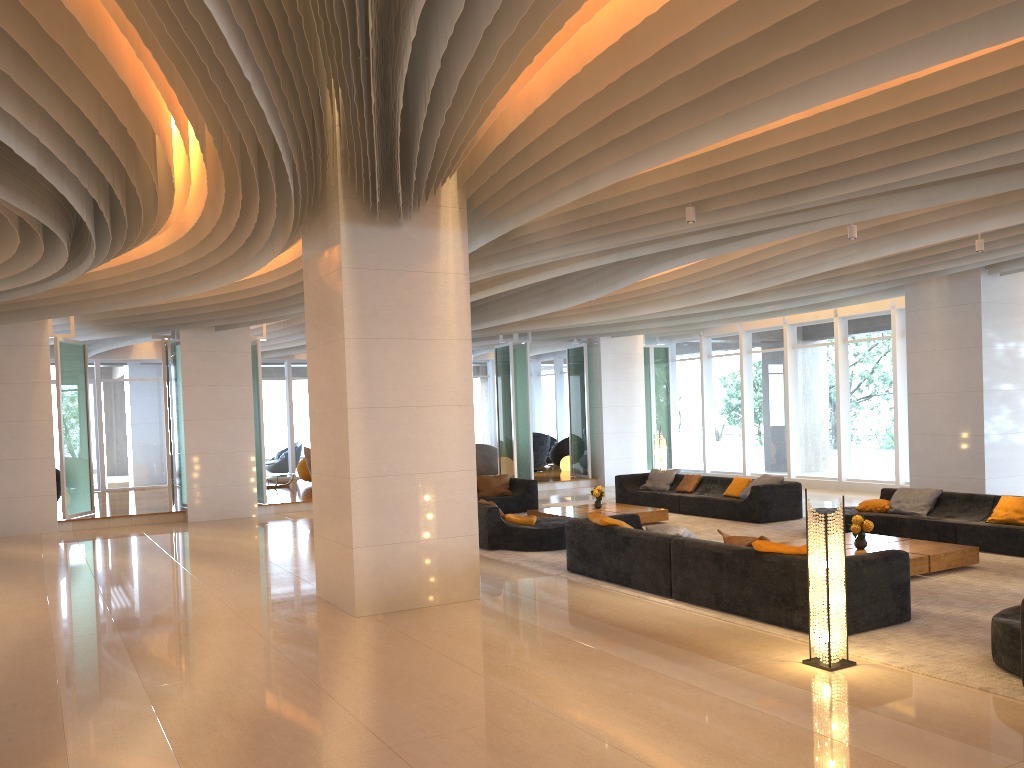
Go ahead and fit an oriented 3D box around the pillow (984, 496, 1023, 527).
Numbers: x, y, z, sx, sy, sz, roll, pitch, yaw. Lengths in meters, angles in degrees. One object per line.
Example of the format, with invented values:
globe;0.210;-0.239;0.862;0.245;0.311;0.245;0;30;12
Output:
pillow;5.851;1.505;10.249;0.456;0.394;0.628;-2;-1;-30

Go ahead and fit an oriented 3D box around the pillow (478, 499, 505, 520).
pillow;-0.241;1.715;11.983;0.333;0.311;0.418;-2;-1;-27

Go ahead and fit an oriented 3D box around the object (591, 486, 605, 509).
object;1.372;1.795;14.143;0.236;0.377;0.266;-2;0;3

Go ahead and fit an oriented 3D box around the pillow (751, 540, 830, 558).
pillow;2.346;1.442;7.209;0.628;0.378;0.556;-3;-1;39

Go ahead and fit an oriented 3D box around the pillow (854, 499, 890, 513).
pillow;4.840;1.634;11.874;0.443;0.193;0.593;-3;-2;26

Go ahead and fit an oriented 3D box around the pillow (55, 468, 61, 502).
pillow;-9.172;1.962;16.486;1.540;1.006;1.119;-1;-1;-32

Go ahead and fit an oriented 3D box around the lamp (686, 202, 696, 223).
lamp;1.640;-2.258;8.249;0.090;1.507;0.087;-3;2;-38

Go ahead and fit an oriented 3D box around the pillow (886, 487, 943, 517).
pillow;5.179;1.553;11.475;0.468;0.417;0.655;-2;-1;-29

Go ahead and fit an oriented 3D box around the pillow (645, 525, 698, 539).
pillow;1.618;1.579;8.703;0.426;0.377;0.578;-2;-1;-27

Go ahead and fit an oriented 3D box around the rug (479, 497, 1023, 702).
rug;3.617;1.977;9.774;5.589;0.022;15.991;-1;-2;-29

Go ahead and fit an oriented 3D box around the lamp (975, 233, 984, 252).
lamp;5.496;-2.315;10.447;0.090;1.507;0.087;-3;2;-38

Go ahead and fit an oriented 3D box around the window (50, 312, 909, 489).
window;6.324;0.174;13.606;53.752;3.223;22.435;-3;-2;26

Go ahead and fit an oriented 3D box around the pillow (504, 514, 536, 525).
pillow;0.119;1.801;11.834;0.409;0.136;0.417;-2;-2;5

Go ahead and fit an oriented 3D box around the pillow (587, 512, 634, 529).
pillow;1.127;1.563;9.443;0.549;0.378;0.636;-2;-1;-7

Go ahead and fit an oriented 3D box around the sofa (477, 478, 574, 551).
sofa;-0.005;1.912;13.839;2.864;0.654;5.016;-1;-2;-29

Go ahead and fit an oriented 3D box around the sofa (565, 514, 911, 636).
sofa;1.863;1.693;8.399;0.955;0.582;3.724;-1;-2;-29

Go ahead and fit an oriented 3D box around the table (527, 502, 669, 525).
table;1.329;2.088;13.952;1.623;0.220;1.578;-1;-2;-29

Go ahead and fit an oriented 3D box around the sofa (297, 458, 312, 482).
sofa;-4.267;2.067;22.843;2.603;0.902;1.092;-1;-1;-39

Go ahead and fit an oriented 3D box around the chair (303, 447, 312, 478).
chair;-4.241;1.936;20.632;1.149;1.006;1.501;-2;-1;-21

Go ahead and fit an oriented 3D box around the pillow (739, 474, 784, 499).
pillow;3.917;1.623;13.958;0.549;0.378;0.636;-2;-1;-7

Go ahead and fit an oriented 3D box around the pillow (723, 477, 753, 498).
pillow;3.662;1.676;14.394;0.326;0.312;0.402;-2;-1;-27

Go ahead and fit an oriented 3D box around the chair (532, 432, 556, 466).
chair;0.840;1.991;27.248;1.531;1.006;1.125;-2;-1;-17

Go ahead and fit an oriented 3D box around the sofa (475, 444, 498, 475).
sofa;-1.367;1.964;22.795;2.534;0.902;1.121;-3;-1;20

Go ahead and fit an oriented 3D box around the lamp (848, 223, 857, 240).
lamp;3.573;-2.287;9.356;0.088;1.507;0.090;-1;2;34

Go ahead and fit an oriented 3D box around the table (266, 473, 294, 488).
table;-5.844;2.369;21.599;1.092;0.318;0.808;-1;-2;-23

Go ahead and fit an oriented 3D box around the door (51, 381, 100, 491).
door;-11.090;1.328;22.005;1.479;2.774;0.059;-2;1;-30

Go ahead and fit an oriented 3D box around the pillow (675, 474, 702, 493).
pillow;3.083;1.733;15.456;0.326;0.312;0.401;-2;-1;-31

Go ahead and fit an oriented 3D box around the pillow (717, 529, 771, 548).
pillow;2.108;1.492;7.802;0.450;0.410;0.593;-2;-1;-27

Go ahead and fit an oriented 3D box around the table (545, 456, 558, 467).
table;1.400;2.286;26.386;1.092;0.318;0.808;-1;-2;-23

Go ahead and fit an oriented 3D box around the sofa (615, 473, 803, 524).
sofa;3.195;1.877;15.011;0.955;0.582;3.724;-1;-2;-29

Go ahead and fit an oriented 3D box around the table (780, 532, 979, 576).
table;3.765;1.849;9.491;1.623;0.220;1.578;-1;-2;-29

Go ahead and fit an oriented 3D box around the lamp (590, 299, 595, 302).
lamp;1.229;-2.048;13.883;0.088;1.507;0.090;-2;1;16

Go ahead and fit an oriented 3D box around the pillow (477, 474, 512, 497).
pillow;-0.329;1.847;16.154;0.641;0.378;0.545;-2;-1;-7

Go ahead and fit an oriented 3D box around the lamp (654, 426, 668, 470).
lamp;2.907;1.545;17.307;0.253;1.452;0.246;-3;1;-29

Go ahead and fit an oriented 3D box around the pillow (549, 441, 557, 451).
pillow;1.165;1.892;27.398;0.504;0.409;0.463;-2;-1;-2

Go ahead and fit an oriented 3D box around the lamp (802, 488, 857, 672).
lamp;2.134;1.305;6.012;0.253;1.199;0.246;-3;1;-29

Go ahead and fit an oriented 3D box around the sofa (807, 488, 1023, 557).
sofa;5.369;1.651;10.671;1.371;0.583;4.083;-1;-2;-30

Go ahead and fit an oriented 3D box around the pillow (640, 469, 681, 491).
pillow;2.698;1.744;16.192;0.628;0.378;0.556;-3;-1;39

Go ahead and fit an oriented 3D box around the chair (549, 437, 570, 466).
chair;1.794;1.896;25.474;1.538;1.006;1.121;-1;-1;-27

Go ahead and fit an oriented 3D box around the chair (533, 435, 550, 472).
chair;0.458;1.901;24.293;1.119;1.006;1.540;-2;-1;34

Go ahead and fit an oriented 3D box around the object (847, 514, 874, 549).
object;3.665;1.547;9.320;0.237;0.377;0.264;-2;0;-7

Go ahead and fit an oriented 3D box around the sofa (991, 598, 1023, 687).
sofa;3.860;1.512;5.122;1.374;0.577;2.221;-1;-2;-29
